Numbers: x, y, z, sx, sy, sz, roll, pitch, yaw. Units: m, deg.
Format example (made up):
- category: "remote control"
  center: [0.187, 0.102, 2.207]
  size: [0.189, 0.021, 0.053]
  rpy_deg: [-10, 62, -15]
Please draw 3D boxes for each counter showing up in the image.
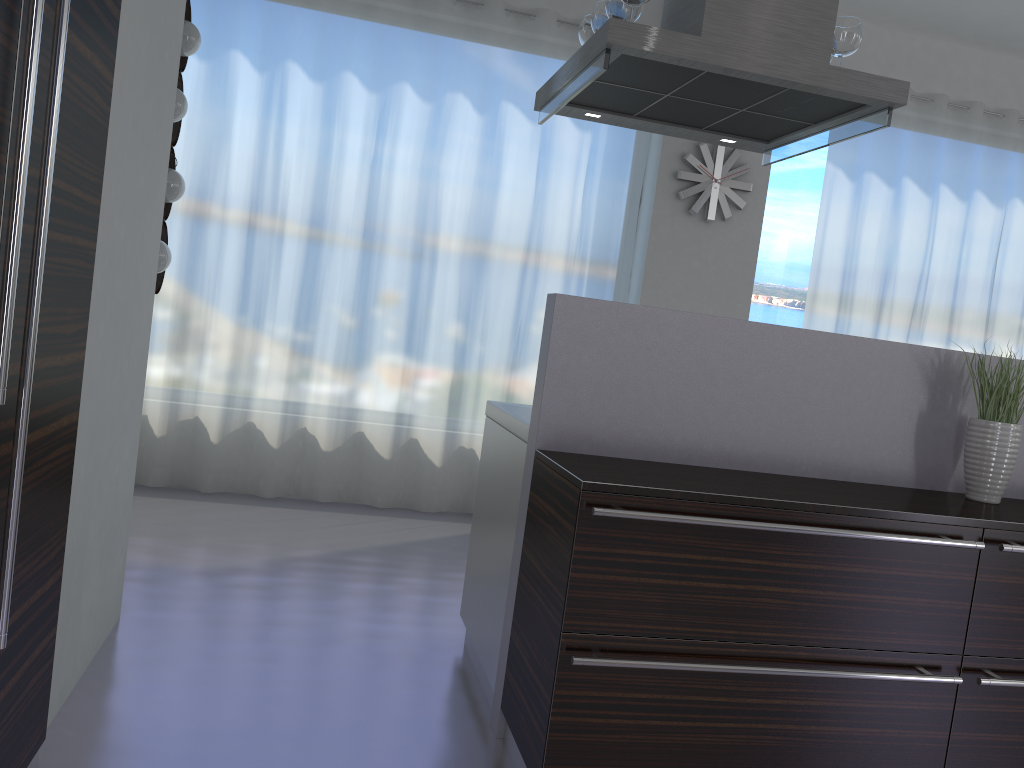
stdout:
- category: "counter"
  center: [1.599, 0.562, 3.065]
  size: [3.291, 1.300, 1.302]
  rpy_deg: [7, 3, -12]

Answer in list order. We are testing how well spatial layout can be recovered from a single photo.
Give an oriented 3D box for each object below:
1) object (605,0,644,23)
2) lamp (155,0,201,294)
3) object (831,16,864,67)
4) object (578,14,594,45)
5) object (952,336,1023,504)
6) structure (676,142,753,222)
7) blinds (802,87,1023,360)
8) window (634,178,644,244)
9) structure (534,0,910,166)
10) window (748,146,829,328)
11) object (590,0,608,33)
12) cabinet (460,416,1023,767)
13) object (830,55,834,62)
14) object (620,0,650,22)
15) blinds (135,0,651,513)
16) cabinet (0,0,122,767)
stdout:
- category: "object"
  center: [0.356, -1.168, 2.881]
  size: [0.125, 0.221, 0.125]
  rpy_deg: [8, 3, 12]
- category: "lamp"
  center: [-1.507, -1.589, 4.024]
  size: [0.180, 2.370, 0.367]
  rpy_deg: [6, 4, -19]
- category: "object"
  center: [1.075, -1.075, 2.903]
  size: [0.125, 0.221, 0.125]
  rpy_deg: [8, 3, 12]
- category: "object"
  center: [0.292, -1.195, 3.177]
  size: [0.125, 0.221, 0.125]
  rpy_deg: [8, 3, 12]
- category: "object"
  center: [1.465, 0.108, 2.662]
  size: [0.269, 0.502, 0.247]
  rpy_deg: [7, 3, -12]
- category: "structure"
  center: [1.274, -1.270, 5.560]
  size: [0.505, 0.505, 0.076]
  rpy_deg: [7, 3, -12]
- category: "blinds"
  center: [3.325, -0.321, 6.193]
  size: [2.830, 3.112, 0.120]
  rpy_deg: [7, 3, -12]
- category: "window"
  center: [-0.676, -0.999, 5.519]
  size: [3.000, 2.500, 0.100]
  rpy_deg: [7, 3, -12]
- category: "structure"
  center: [0.725, -1.509, 3.052]
  size: [0.981, 1.231, 0.915]
  rpy_deg: [7, 3, -12]
- category: "window"
  center: [2.960, -0.566, 6.325]
  size: [3.000, 2.500, 0.100]
  rpy_deg: [7, 3, -12]
- category: "object"
  center: [0.322, -1.182, 3.034]
  size: [0.125, 0.221, 0.125]
  rpy_deg: [8, 3, 12]
- category: "cabinet"
  center: [1.570, 0.784, 3.068]
  size: [3.285, 0.852, 1.377]
  rpy_deg: [7, 3, -12]
- category: "object"
  center: [1.041, -1.088, 3.056]
  size: [0.125, 0.221, 0.125]
  rpy_deg: [8, 3, 12]
- category: "object"
  center: [0.370, -1.156, 2.704]
  size: [0.125, 0.221, 0.125]
  rpy_deg: [8, 3, 12]
- category: "blinds"
  center: [-0.813, -0.813, 5.277]
  size: [3.245, 3.112, 0.120]
  rpy_deg: [7, 3, -12]
- category: "cabinet"
  center: [-0.836, -0.193, 0.170]
  size: [0.669, 2.500, 3.600]
  rpy_deg: [7, 3, -12]
